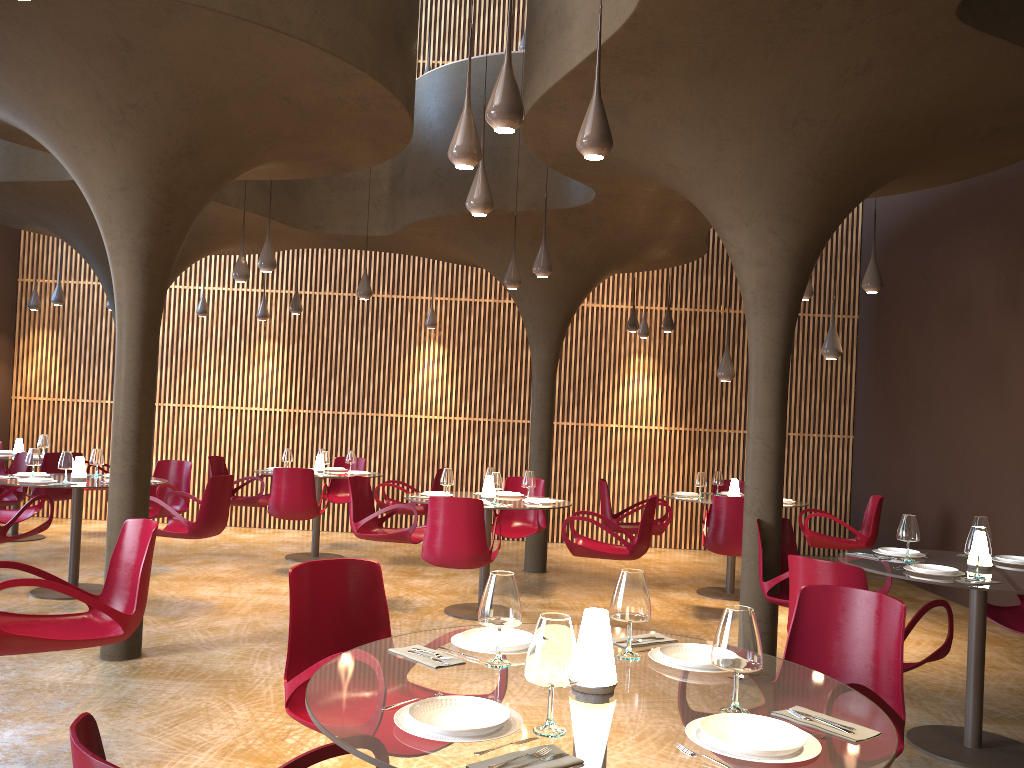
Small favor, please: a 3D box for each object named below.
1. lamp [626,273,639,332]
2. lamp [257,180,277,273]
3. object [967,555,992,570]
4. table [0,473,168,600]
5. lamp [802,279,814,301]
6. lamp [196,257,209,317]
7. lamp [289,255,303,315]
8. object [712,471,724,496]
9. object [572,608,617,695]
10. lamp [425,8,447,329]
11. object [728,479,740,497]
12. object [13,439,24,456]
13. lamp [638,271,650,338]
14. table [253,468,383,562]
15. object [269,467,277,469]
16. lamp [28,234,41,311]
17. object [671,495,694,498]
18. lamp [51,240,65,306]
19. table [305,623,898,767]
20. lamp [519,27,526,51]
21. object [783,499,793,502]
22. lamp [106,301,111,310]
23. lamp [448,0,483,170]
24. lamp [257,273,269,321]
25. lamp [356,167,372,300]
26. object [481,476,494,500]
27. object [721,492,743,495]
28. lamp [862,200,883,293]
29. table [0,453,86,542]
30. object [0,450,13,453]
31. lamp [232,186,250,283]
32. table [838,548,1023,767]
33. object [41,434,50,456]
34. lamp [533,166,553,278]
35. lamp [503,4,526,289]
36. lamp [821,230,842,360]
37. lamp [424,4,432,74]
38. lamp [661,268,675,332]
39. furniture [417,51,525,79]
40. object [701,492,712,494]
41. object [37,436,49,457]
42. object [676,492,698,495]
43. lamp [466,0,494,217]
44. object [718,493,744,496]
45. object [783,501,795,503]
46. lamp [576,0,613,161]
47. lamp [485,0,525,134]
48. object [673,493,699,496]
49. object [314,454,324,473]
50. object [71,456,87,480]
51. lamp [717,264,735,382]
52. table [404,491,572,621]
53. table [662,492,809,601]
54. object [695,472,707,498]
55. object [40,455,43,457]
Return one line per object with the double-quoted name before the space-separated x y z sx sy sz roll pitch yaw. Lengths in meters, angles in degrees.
"lamp" 1.935 -3.906 13.179 0.196 6.274 0.196 2 -1 16
"lamp" -2.363 -4.281 9.124 0.196 6.274 0.196 2 -1 36
"object" 2.944 1.043 5.574 0.144 0.232 0.142 4 -2 -42
"table" -4.371 1.520 8.879 1.671 1.130 1.674 2 -2 21
"lamp" 3.191 -4.011 9.301 0.196 6.274 0.196 4 -1 -44
"lamp" -4.700 -4.188 13.926 0.196 6.274 0.196 2 -1 16
"lamp" -2.998 -4.149 12.939 0.196 6.274 0.196 2 -1 16
"object" 2.518 1.216 10.846 0.142 0.295 0.142 3 -1 -16
"object" 0.247 0.792 2.649 0.142 0.232 0.144 4 -2 -39
"lamp" -1.135 -4.012 14.105 0.196 6.274 0.196 2 -1 16
"object" 2.618 1.234 10.439 0.144 0.232 0.142 3 -1 -3
"object" -6.741 0.864 12.119 0.144 0.232 0.142 3 -1 -24
"lamp" 2.220 -3.858 13.998 0.196 6.274 0.196 2 -1 26
"table" -2.560 1.723 11.640 1.672 1.130 1.673 2 -2 11
"object" -3.063 1.114 11.655 0.263 0.029 0.263 1 -3 37
"lamp" -7.453 -4.308 14.151 0.196 6.274 0.196 2 -1 26
"object" 1.977 1.311 10.284 0.262 0.017 0.126 2 -3 17
"lamp" -6.619 -4.306 13.260 0.196 6.274 0.196 2 -1 26
"table" 0.215 1.472 2.638 1.673 1.130 1.672 4 -2 -38
"lamp" 0.250 -6.016 13.158 0.196 2.223 0.196 3 -1 -24
"object" 3.103 1.345 10.235 0.263 0.029 0.263 3 -2 -3
"lamp" -5.963 -4.260 13.618 0.196 6.274 0.196 3 -1 -14
"lamp" -0.119 -4.349 5.025 0.196 6.274 0.196 2 -1 26
"lamp" -3.799 -4.138 14.084 0.196 6.274 0.196 2 -1 26
"lamp" -1.670 -4.171 10.936 0.196 6.274 0.196 2 -1 16
"object" -0.233 1.032 8.838 0.142 0.232 0.144 3 -1 -24
"object" 2.715 1.357 10.958 0.263 0.029 0.263 1 -3 28
"lamp" 3.635 -4.019 8.635 0.196 6.274 0.196 4 -1 -44
"table" -6.773 1.544 12.109 1.671 1.130 1.674 1 -3 43
"object" -7.149 0.956 12.463 0.263 0.029 0.263 0 -3 45
"lamp" -2.878 -4.271 9.938 0.196 6.274 0.196 2 -1 36
"table" 2.912 1.723 5.564 1.673 1.130 1.672 4 -2 -31
"object" -6.555 0.855 12.424 0.142 0.295 0.142 2 -1 19
"lamp" 0.442 -4.169 8.630 0.196 6.274 0.196 2 -1 36
"lamp" 0.151 -4.147 9.485 0.196 6.274 0.196 2 -1 36
"lamp" 3.242 -3.373 8.637 0.196 6.274 0.196 4 -1 -44
"lamp" -1.142 -5.731 12.754 0.196 2.960 0.196 3 -1 -14
"lamp" 2.419 -3.892 12.991 0.196 6.274 0.196 2 -1 16
"furniture" -0.468 -3.076 10.369 2.530 1.047 0.901 1 -3 43
"object" 2.434 1.366 11.070 0.126 0.017 0.262 2 -3 18
"object" -6.349 0.846 11.997 0.142 0.295 0.142 4 -2 -39
"object" 2.082 1.311 10.568 0.263 0.029 0.263 2 -2 14
"lamp" -0.078 -4.298 6.163 0.196 6.274 0.196 2 -1 36
"object" 2.715 1.367 10.958 0.331 0.014 0.332 1 -3 38
"object" 3.103 1.354 10.235 0.332 0.014 0.332 3 -2 -10
"lamp" 0.581 -4.328 4.729 0.196 6.274 0.196 3 -1 -14
"lamp" 0.111 -4.366 4.362 0.196 6.274 0.196 3 -1 -14
"object" 2.082 1.320 10.568 0.331 0.014 0.332 1 -3 30
"object" -2.528 1.043 11.651 0.142 0.232 0.144 3 -1 -14
"object" -4.339 0.840 8.889 0.142 0.232 0.144 4 -2 -44
"lamp" 2.440 -3.162 9.559 0.196 6.274 0.196 4 -1 -44
"table" -0.266 1.712 8.828 1.671 1.130 1.674 2 -2 21
"table" 2.586 1.914 10.428 1.671 1.130 1.674 2 -2 21
"object" 2.208 1.181 10.370 0.142 0.295 0.142 4 -2 -41
"object" -6.371 0.963 11.763 0.263 0.029 0.263 3 -2 -6
